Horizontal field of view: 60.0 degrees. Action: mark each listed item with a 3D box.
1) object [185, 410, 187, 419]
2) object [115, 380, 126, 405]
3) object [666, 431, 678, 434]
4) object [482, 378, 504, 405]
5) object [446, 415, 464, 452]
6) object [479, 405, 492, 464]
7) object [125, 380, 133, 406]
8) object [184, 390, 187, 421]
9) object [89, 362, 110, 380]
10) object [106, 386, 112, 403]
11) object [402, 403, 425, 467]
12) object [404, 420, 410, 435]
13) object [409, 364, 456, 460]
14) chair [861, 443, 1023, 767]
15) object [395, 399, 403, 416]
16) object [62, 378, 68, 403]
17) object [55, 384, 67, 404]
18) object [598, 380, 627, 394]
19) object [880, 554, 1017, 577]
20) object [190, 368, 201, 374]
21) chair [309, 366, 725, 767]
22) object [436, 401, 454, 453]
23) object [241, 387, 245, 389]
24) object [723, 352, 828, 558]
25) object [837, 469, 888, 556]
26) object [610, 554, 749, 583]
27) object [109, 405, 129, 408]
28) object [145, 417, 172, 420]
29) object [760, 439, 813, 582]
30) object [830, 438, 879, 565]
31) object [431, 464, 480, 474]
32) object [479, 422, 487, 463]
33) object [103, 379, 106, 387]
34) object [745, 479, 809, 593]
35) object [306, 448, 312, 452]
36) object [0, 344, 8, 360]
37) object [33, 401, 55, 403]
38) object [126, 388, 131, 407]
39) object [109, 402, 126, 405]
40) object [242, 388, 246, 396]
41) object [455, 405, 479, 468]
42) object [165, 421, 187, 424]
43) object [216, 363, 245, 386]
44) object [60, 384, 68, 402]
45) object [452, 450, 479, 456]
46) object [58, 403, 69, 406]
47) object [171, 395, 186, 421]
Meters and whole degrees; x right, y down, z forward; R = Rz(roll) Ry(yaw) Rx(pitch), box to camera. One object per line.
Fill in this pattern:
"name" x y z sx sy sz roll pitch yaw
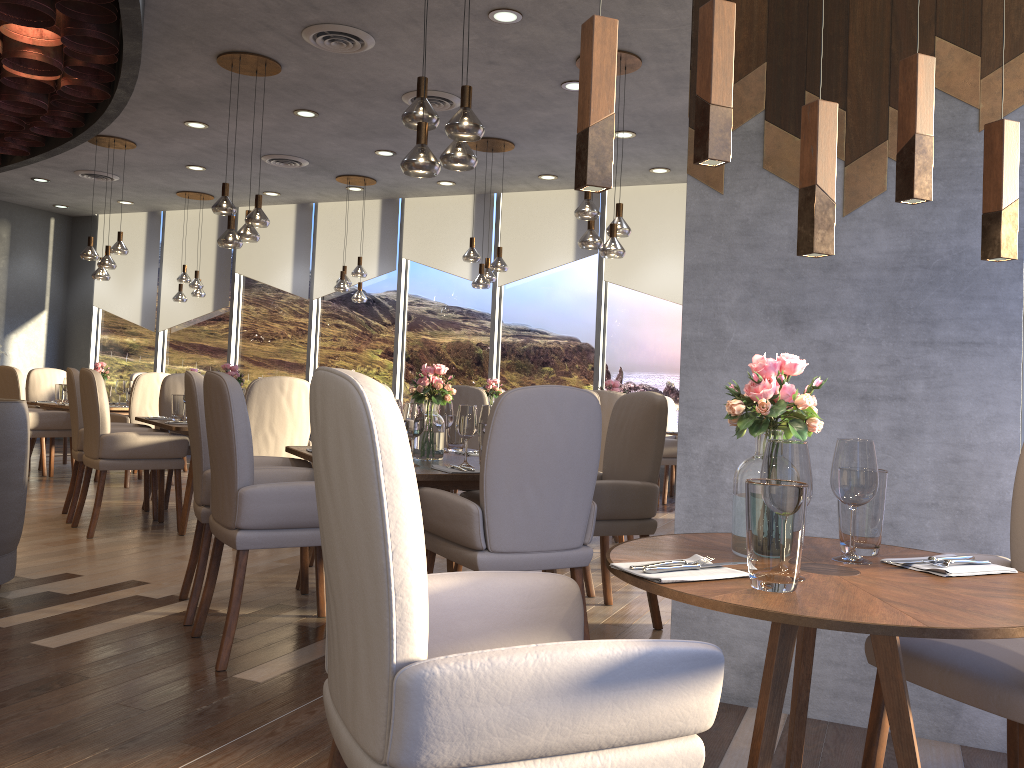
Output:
"object" -2.332 0.165 6.457 0.102 0.178 0.102 3 -2 -25
"object" -3.646 0.088 8.246 0.092 0.245 0.092 1 -3 40
"object" 1.495 0.426 7.816 0.255 0.019 0.157 3 0 -20
"object" -0.180 0.155 7.921 0.210 0.416 0.197 3 -2 -4
"object" -0.273 0.239 4.301 0.102 0.178 0.102 3 -2 -18
"object" -0.094 0.210 3.683 0.092 0.245 0.092 2 -2 1
"object" -3.648 0.089 8.441 0.092 0.245 0.092 4 -2 -31
"object" -2.261 0.134 6.220 0.092 0.245 0.092 2 -2 15
"object" -3.937 -0.006 8.442 0.198 0.416 0.210 1 -2 36
"object" -4.084 0.106 8.916 0.102 0.178 0.102 4 -3 -44
"object" -0.383 0.195 3.425 0.092 0.245 0.092 2 -2 19
"object" -0.440 0.225 3.329 0.102 0.178 0.102 2 -2 3
"object" -0.349 0.118 3.803 0.210 0.416 0.197 2 -2 1
"chair" 1.144 0.541 1.935 0.599 1.001 0.528 3 -2 -24
"object" -0.556 0.193 4.136 0.092 0.245 0.092 2 -2 26
"object" -4.236 0.063 8.444 0.092 0.245 0.092 3 -2 -7
"object" -4.245 0.095 8.334 0.102 0.178 0.102 4 -2 -33
"object" 0.663 0.177 5.878 0.210 0.416 0.198 3 -2 -19
"object" 0.846 0.353 1.751 0.255 0.019 0.157 3 0 -24
"object" -3.916 0.013 10.891 0.197 0.416 0.210 4 -3 -44
"chair" -0.042 0.486 1.444 0.599 1.001 0.528 3 -2 -23
"object" -0.325 0.204 4.207 0.092 0.245 0.092 2 -2 24
"object" -2.012 0.147 6.525 0.092 0.245 0.092 1 -3 37
"object" 0.527 0.141 1.791 0.210 0.416 0.197 2 -2 1
"object" 0.739 0.270 1.878 0.102 0.178 0.102 3 -2 -18
"object" 0.320 0.329 1.603 0.255 0.019 0.157 3 0 -28
"object" -3.598 0.201 8.084 0.255 0.019 0.157 2 -1 37
"object" -2.432 0.239 6.222 0.255 0.019 0.157 3 -1 -32
"object" 0.490 0.224 1.589 0.092 0.245 0.092 2 -2 14
"object" 0.688 0.234 1.784 0.092 0.245 0.092 4 -3 -44
"object" -0.207 0.315 3.338 0.157 0.019 0.255 3 0 -26
"object" -0.083 0.242 3.457 0.102 0.178 0.102 4 -2 -30
"object" -4.088 0.072 8.808 0.092 0.245 0.092 2 -2 14
"object" 0.442 0.254 1.489 0.102 0.178 0.102 2 -2 8
"object" -0.788 0.294 3.976 0.255 0.019 0.157 3 0 -23
"object" -1.863 0.103 2.454 0.789 1.618 0.745 1 -2 30
"object" -4.401 0.168 8.397 0.157 0.019 0.255 2 -1 41
"object" -3.538 0.125 8.244 0.102 0.178 0.102 1 -3 43
"object" -3.934 0.192 8.850 0.157 0.019 0.255 2 -1 40
"object" -1.754 0.153 5.859 0.092 0.245 0.092 3 -2 -11
"object" -0.179 0.205 3.507 0.092 0.245 0.092 1 -3 44
"object" -2.112 0.249 5.745 0.255 0.019 0.157 3 -1 -32
"object" -1.961 0.064 6.153 0.210 0.416 0.198 3 -2 -19
"object" -4.374 0.091 8.650 0.102 0.178 0.102 2 -2 18
"object" -0.166 0.323 4.173 0.255 0.019 0.157 3 0 -24
"object" -3.957 0.185 8.034 0.157 0.019 0.255 2 -1 41
"object" -2.301 0.164 6.117 0.102 0.178 0.102 3 -2 -16
